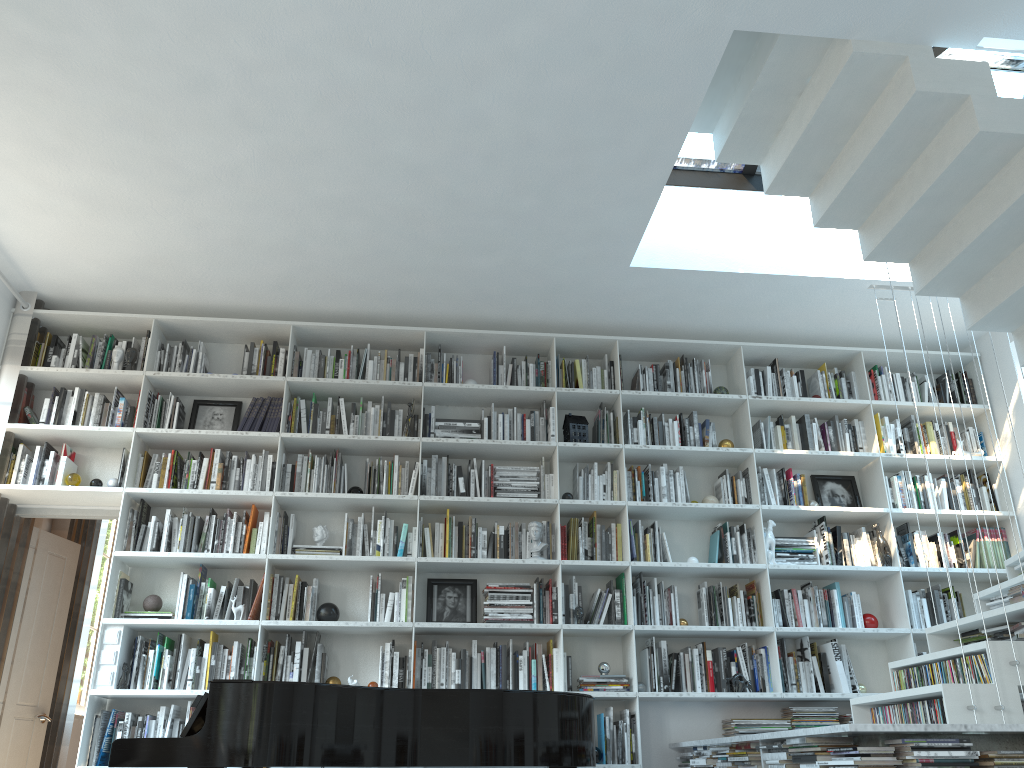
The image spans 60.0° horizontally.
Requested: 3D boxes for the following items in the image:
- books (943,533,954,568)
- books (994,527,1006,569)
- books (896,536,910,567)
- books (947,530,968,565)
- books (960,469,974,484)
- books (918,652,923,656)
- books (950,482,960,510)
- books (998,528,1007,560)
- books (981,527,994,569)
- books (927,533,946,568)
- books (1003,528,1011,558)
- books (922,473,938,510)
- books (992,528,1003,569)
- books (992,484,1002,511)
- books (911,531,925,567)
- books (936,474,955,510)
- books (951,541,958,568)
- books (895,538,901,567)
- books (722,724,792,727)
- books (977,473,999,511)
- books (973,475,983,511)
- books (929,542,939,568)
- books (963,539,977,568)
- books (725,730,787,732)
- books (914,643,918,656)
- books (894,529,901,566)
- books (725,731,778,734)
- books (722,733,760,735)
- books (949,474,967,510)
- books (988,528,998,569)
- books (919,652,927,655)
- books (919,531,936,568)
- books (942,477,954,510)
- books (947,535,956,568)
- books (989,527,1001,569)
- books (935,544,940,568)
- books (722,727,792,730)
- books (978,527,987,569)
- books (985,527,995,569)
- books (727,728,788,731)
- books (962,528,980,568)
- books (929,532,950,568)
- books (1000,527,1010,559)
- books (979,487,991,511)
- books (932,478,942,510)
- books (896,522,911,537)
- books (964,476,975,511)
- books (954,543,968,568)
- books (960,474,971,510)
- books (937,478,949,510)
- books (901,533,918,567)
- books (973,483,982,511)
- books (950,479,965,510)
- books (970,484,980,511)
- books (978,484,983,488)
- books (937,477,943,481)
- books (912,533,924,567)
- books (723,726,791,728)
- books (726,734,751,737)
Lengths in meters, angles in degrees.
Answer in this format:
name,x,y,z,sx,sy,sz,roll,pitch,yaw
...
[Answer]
name,x,y,z,sx,sy,sz,roll,pitch,yaw
books,2.773,1.104,5.701,0.012,0.253,0.161,2,-23,-6
books,3.106,1.091,5.723,0.018,0.292,0.170,2,-23,-6
books,2.470,1.103,5.672,0.066,0.235,0.144,2,-23,-6
books,2.855,1.094,5.708,0.026,0.276,0.170,2,-23,-6
books,3.040,0.745,5.891,0.013,0.328,0.140,2,-23,-6
books,2.416,1.731,5.282,0.014,0.232,0.184,2,-23,-6
books,2.891,0.782,5.860,0.028,0.236,0.146,2,-23,-6
books,3.124,1.094,5.730,0.018,0.292,0.170,2,-23,-6
books,3.017,1.084,5.706,0.018,0.292,0.170,2,-23,-6
books,2.706,1.098,5.676,0.022,0.246,0.182,2,-23,-6
books,3.160,1.095,5.733,0.018,0.292,0.170,2,-23,-6
books,2.724,0.746,5.833,0.030,0.282,0.167,2,-23,-6
books,3.088,1.092,5.726,0.018,0.292,0.170,2,-23,-6
books,3.161,0.793,5.864,0.021,0.218,0.185,2,-23,-6
books,2.576,1.087,5.673,0.022,0.264,0.158,2,-23,-6
books,2.866,0.756,5.867,0.024,0.290,0.133,2,-23,-6
books,2.810,1.130,5.701,0.014,0.206,0.139,2,-23,-6
books,2.423,1.096,5.660,0.010,0.237,0.148,2,-23,-6
books,1.418,1.984,5.149,0.346,0.007,0.194,4,-24,-10
books,3.130,0.757,5.874,0.042,0.291,0.187,2,-23,-6
books,3.054,0.763,5.875,0.013,0.282,0.150,2,-23,-6
books,2.655,1.120,5.655,0.023,0.188,0.170,2,-23,-6
books,2.914,1.123,5.690,0.088,0.216,0.167,2,-23,-6
books,1.414,2.017,5.150,0.308,0.008,0.196,2,-24,-6
books,2.402,1.711,5.310,0.011,0.292,0.145,2,-23,-6
books,2.432,1.082,5.677,0.010,0.277,0.148,2,-23,-6
books,1.416,2.019,5.135,0.308,0.008,0.196,4,-24,-10
books,1.415,2.029,5.139,0.345,0.007,0.194,3,-24,-8
books,2.938,0.755,5.855,0.012,0.281,0.152,2,-23,-6
books,3.052,1.091,5.722,0.018,0.292,0.170,2,-23,-6
books,2.438,1.730,5.287,0.030,0.237,0.152,2,-23,-6
books,2.616,1.085,5.665,0.056,0.260,0.177,2,-23,-6
books,2.834,0.762,5.839,0.023,0.257,0.184,2,-23,-6
books,2.791,1.109,5.705,0.025,0.247,0.134,2,-23,-6
books,3.070,1.090,5.720,0.018,0.292,0.170,2,-23,-6
books,2.679,1.132,5.676,0.030,0.183,0.138,2,-23,-6
books,1.418,2.000,5.149,0.345,0.007,0.194,4,-24,-9
books,2.991,1.088,5.716,0.033,0.292,0.170,2,-23,-6
books,3.034,1.090,5.720,0.018,0.292,0.170,2,-23,-6
books,1.418,2.005,5.141,0.308,0.008,0.196,0,-24,-1
books,2.954,1.089,5.711,0.072,0.290,0.170,2,-23,-6
books,2.730,1.097,5.691,0.029,0.258,0.172,2,-23,-6
books,3.143,1.090,5.722,0.018,0.292,0.170,2,-23,-6
books,3.076,0.798,5.845,0.029,0.194,0.193,2,-24,-6
books,2.771,0.767,5.845,0.012,0.253,0.161,2,-23,-6
books,2.532,1.062,5.687,0.012,0.320,0.142,2,-23,-6
books,2.972,0.761,5.850,0.028,0.267,0.174,2,-23,-6
books,2.834,1.127,5.662,0.024,0.180,0.191,2,-24,-6
books,2.951,0.757,5.852,0.013,0.275,0.188,2,-23,-6
books,2.802,0.764,5.828,0.045,0.244,0.178,2,-23,-6
books,2.517,1.090,5.653,0.022,0.242,0.171,2,-23,-6
books,3.023,0.788,5.853,0.025,0.219,0.178,2,-23,-6
books,2.919,0.772,5.856,0.025,0.251,0.160,2,-23,-6
books,2.999,0.787,5.840,0.025,0.210,0.189,2,-23,-6
books,3.098,0.797,5.887,0.024,0.229,0.131,2,-23,-6
books,2.848,0.765,5.866,0.010,0.272,0.130,2,-23,-6
books,2.553,1.090,5.656,0.026,0.244,0.181,2,-23,-6
books,1.418,1.994,5.154,0.345,0.007,0.194,1,-24,-4
books,1.413,2.035,5.136,0.308,0.008,0.196,1,-24,-4
